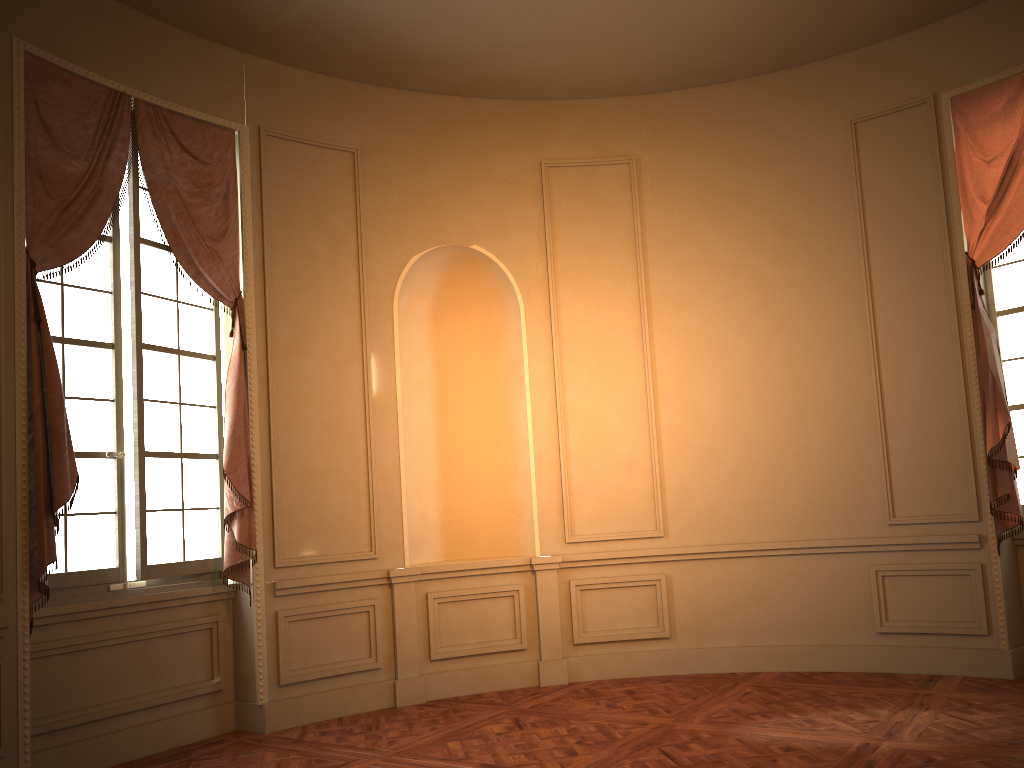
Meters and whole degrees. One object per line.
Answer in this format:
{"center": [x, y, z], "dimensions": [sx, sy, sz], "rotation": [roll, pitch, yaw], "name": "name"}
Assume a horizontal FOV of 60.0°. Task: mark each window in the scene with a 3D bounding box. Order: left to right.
{"center": [-2.195, -0.224, 5.048], "dimensions": [0.150, 2.827, 1.339], "rotation": [-7, -7, 35], "name": "window"}
{"center": [3.526, -0.554, 5.330], "dimensions": [0.048, 2.827, 1.282], "rotation": [1, -7, -37], "name": "window"}

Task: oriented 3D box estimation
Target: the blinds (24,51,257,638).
{"center": [-2.001, -0.186, 4.926], "dimensions": [0.280, 2.966, 1.363], "rotation": [-7, -7, 34], "name": "blinds"}

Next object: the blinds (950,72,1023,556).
{"center": [3.309, -0.499, 5.140], "dimensions": [0.292, 2.966, 1.308], "rotation": [1, -7, -37], "name": "blinds"}
